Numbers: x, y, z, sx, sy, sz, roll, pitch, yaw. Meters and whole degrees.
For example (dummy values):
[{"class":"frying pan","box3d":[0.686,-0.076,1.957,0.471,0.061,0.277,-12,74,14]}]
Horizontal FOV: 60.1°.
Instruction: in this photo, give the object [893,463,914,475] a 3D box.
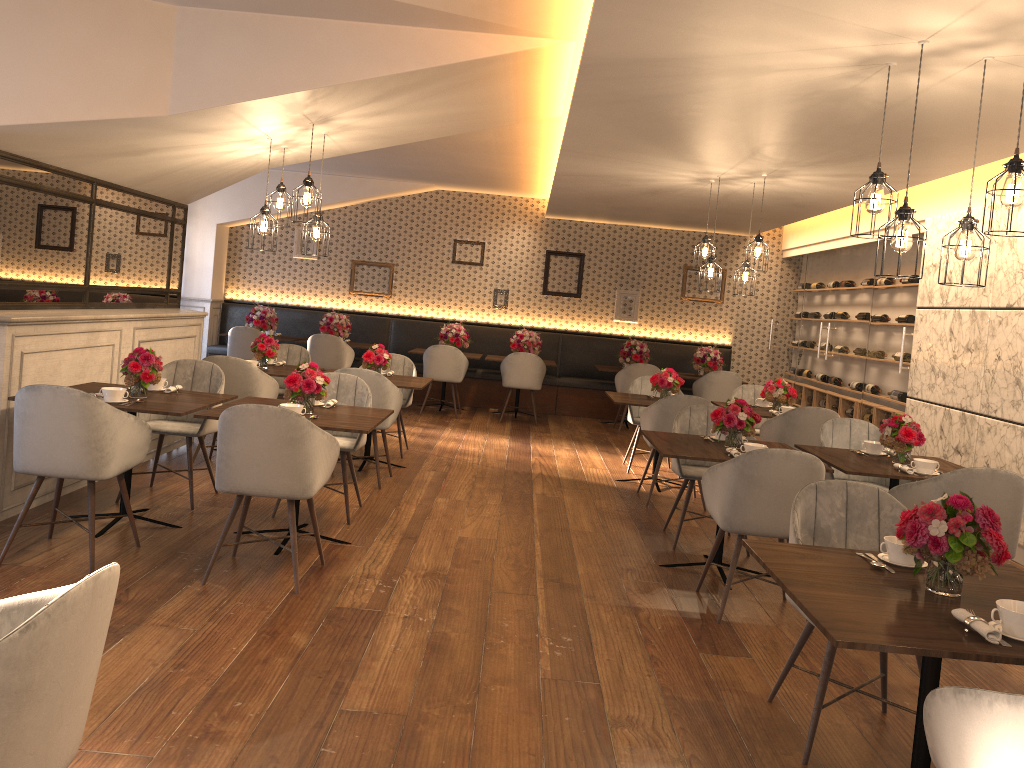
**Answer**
[{"class":"object","box3d":[2.110,0.455,4.770,0.056,0.039,0.176,5,5,0]}]

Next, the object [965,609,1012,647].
[{"class":"object","box3d":[1.191,0.609,2.218,0.025,0.024,0.193,5,5,0]}]

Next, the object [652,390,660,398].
[{"class":"object","box3d":[1.320,0.084,7.866,0.148,0.072,0.149,3,5,-22]}]

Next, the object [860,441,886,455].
[{"class":"object","box3d":[2.198,0.391,5.377,0.148,0.072,0.149,3,5,-22]}]

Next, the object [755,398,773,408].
[{"class":"object","box3d":[2.235,0.169,7.855,0.148,0.072,0.149,3,5,-22]}]

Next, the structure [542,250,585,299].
[{"class":"structure","box3d":[0.716,-1.523,12.296,0.544,0.631,0.035,5,2,1]}]

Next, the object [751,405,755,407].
[{"class":"object","box3d":[2.127,0.190,7.838,0.043,0.015,0.198,6,5,4]}]

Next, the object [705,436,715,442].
[{"class":"object","box3d":[1.202,0.335,5.364,0.022,0.004,0.211,5,5,0]}]

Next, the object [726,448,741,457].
[{"class":"object","box3d":[1.195,0.370,4.781,0.056,0.039,0.176,5,5,0]}]

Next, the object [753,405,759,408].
[{"class":"object","box3d":[2.154,0.198,7.831,0.022,0.004,0.211,5,5,0]}]

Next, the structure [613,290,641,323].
[{"class":"structure","box3d":[1.598,-1.077,12.289,0.340,0.439,0.035,5,2,1]}]

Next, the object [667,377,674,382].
[{"class":"object","box3d":[1.331,-0.037,7.510,0.045,0.052,0.077,3,5,-37]}]

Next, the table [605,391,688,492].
[{"class":"table","box3d":[1.248,0.504,7.566,0.896,0.719,0.899,5,4,1]}]

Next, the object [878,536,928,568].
[{"class":"object","box3d":[1.245,0.536,2.816,0.149,0.072,0.148,9,6,43]}]

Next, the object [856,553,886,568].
[{"class":"object","box3d":[1.130,0.556,2.799,0.043,0.015,0.198,5,5,-3]}]

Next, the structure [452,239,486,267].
[{"class":"structure","box3d":[-0.603,-1.823,12.308,0.449,0.344,0.016,5,2,1]}]

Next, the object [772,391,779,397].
[{"class":"object","box3d":[2.225,0.086,7.482,0.049,0.052,0.078,6,4,10]}]

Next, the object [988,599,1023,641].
[{"class":"object","box3d":[1.272,0.593,2.207,0.149,0.072,0.148,9,6,43]}]

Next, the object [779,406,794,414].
[{"class":"object","box3d":[2.261,0.227,7.246,0.148,0.072,0.149,3,5,-22]}]

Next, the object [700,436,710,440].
[{"class":"object","box3d":[1.168,0.326,5.371,0.043,0.015,0.198,5,5,-3]}]

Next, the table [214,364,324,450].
[{"class":"table","box3d":[-2.125,0.219,7.305,0.896,0.719,0.899,5,4,1]}]

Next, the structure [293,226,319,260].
[{"class":"structure","box3d":[-2.863,-1.963,12.328,0.340,0.439,0.035,5,2,1]}]

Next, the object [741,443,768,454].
[{"class":"object","box3d":[1.310,0.363,4.779,0.148,0.072,0.149,3,5,-22]}]

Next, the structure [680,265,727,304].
[{"class":"structure","box3d":[2.656,-1.375,12.264,0.601,0.484,0.032,5,2,1]}]

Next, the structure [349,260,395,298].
[{"class":"structure","box3d":[-1.955,-1.461,12.330,0.601,0.484,0.032,5,2,1]}]

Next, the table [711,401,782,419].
[{"class":"table","box3d":[2.203,0.592,7.554,0.896,0.719,0.899,5,4,1]}]

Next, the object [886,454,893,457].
[{"class":"object","box3d":[2.275,0.422,5.368,0.025,0.024,0.193,5,5,0]}]

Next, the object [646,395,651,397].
[{"class":"object","box3d":[1.204,0.104,7.849,0.043,0.015,0.198,5,5,-3]}]

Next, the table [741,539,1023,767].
[{"class":"table","box3d":[1.173,0.956,2.513,0.896,0.719,0.899,5,4,1]}]

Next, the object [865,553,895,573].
[{"class":"object","box3d":[1.164,0.565,2.791,0.022,0.004,0.211,5,5,0]}]

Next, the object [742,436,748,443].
[{"class":"object","box3d":[1.395,0.333,5.387,0.056,0.039,0.176,5,5,0]}]

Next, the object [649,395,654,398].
[{"class":"object","box3d":[1.239,0.114,7.842,0.022,0.004,0.211,5,5,0]}]

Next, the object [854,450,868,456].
[{"class":"object","box3d":[2.117,0.420,5.353,0.022,0.004,0.211,5,5,0]}]

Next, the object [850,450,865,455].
[{"class":"object","box3d":[2.090,0.411,5.360,0.043,0.015,0.198,6,5,4]}]

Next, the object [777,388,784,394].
[{"class":"object","box3d":[2.251,0.059,7.468,0.048,0.052,0.077,4,4,-20]}]

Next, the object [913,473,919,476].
[{"class":"object","box3d":[2.144,0.464,4.779,0.025,0.024,0.193,5,5,0]}]

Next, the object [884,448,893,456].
[{"class":"object","box3d":[2.310,0.418,5.377,0.056,0.039,0.176,5,5,0]}]

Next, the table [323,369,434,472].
[{"class":"table","box3d":[-1.170,0.307,7.294,0.896,0.719,0.899,5,4,1]}]

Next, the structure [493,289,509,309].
[{"class":"structure","box3d":[-0.154,-1.183,12.320,0.216,0.277,0.018,5,2,1]}]

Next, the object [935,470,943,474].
[{"class":"object","box3d":[2.335,0.486,4.787,0.043,0.015,0.198,5,5,-3]}]

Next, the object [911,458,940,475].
[{"class":"object","box3d":[2.225,0.448,4.768,0.148,0.072,0.149,3,5,-22]}]

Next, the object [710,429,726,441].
[{"class":"object","box3d":[1.283,0.306,5.388,0.148,0.072,0.149,3,5,-22]}]

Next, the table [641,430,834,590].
[{"class":"table","box3d":[1.212,0.725,5.089,0.896,0.719,0.899,5,4,1]}]

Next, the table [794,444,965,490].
[{"class":"table","box3d":[2.167,0.814,5.078,0.896,0.719,0.899,5,4,1]}]

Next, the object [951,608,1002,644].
[{"class":"object","box3d":[1.157,0.600,2.209,0.056,0.039,0.176,5,5,0]}]
